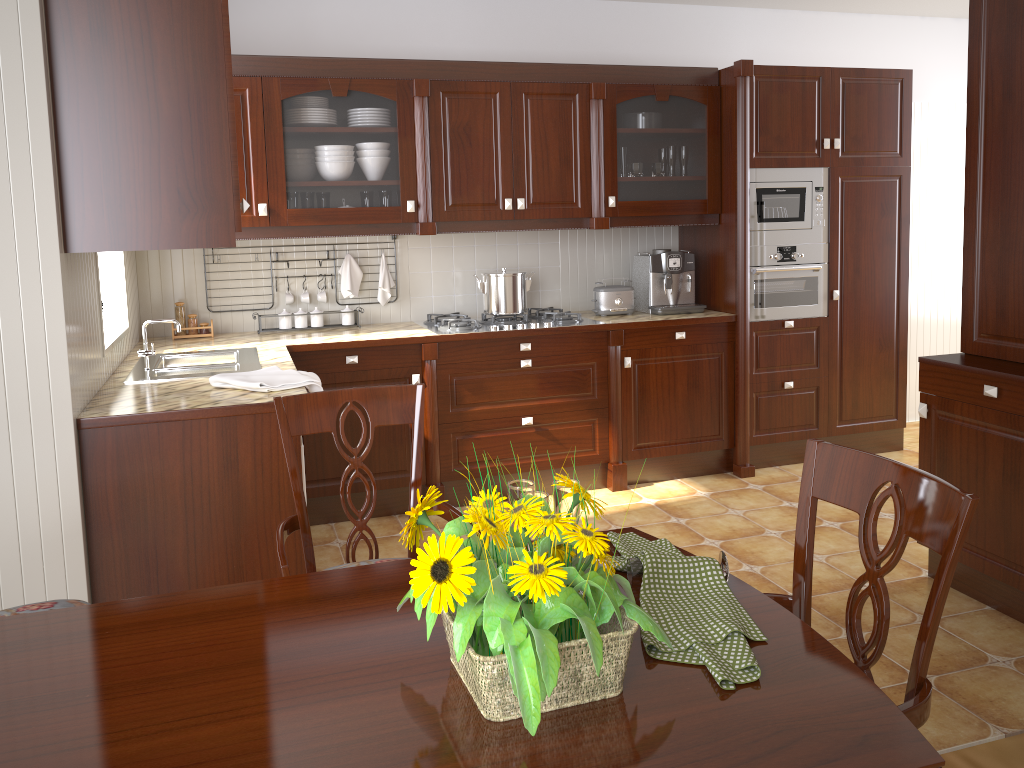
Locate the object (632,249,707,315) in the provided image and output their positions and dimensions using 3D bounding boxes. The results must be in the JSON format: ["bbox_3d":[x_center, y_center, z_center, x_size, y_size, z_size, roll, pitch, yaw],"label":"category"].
[{"bbox_3d":[0.809,-0.533,4.574,0.275,0.319,0.326,-4,9,-17],"label":"object"}]

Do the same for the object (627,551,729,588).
[{"bbox_3d":[0.249,0.280,1.334,0.146,0.046,0.047,-2,8,-4],"label":"object"}]

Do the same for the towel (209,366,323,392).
[{"bbox_3d":[-0.758,0.002,2.840,0.331,0.096,0.346,6,12,35],"label":"towel"}]

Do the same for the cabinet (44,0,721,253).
[{"bbox_3d":[-0.082,-0.961,3.371,2.785,0.772,1.381,-5,10,-17],"label":"cabinet"}]

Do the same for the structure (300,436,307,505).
[{"bbox_3d":[-0.846,0.423,2.765,0.380,0.740,0.427,-4,8,-17],"label":"structure"}]

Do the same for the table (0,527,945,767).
[{"bbox_3d":[-0.411,0.657,1.035,1.680,0.553,0.741,-5,9,-17],"label":"table"}]

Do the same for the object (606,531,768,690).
[{"bbox_3d":[0.238,0.285,1.289,0.166,0.056,0.534,-2,10,-4],"label":"object"}]

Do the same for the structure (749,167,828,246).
[{"bbox_3d":[1.333,-0.917,4.582,0.495,0.382,0.319,-4,8,-17],"label":"structure"}]

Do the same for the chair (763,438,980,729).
[{"bbox_3d":[0.367,0.501,1.271,0.460,0.739,0.408,-4,7,-17],"label":"chair"}]

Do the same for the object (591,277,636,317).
[{"bbox_3d":[0.519,-0.445,4.500,0.243,0.187,0.142,-4,8,-17],"label":"object"}]

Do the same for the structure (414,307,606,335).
[{"bbox_3d":[-0.027,-0.318,4.311,0.817,0.046,0.596,-5,11,-17],"label":"structure"}]

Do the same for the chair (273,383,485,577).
[{"bbox_3d":[-0.283,0.414,1.842,0.405,0.739,0.463,-4,8,-20],"label":"chair"}]

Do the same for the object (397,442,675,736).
[{"bbox_3d":[0.015,0.226,1.053,0.300,0.334,0.320,-5,9,-25],"label":"object"}]

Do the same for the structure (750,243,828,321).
[{"bbox_3d":[1.392,-0.515,4.472,0.495,0.372,0.041,-4,7,-17],"label":"structure"}]

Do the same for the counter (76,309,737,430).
[{"bbox_3d":[-0.119,-0.159,3.652,2.787,0.032,1.842,-5,11,-17],"label":"counter"}]
